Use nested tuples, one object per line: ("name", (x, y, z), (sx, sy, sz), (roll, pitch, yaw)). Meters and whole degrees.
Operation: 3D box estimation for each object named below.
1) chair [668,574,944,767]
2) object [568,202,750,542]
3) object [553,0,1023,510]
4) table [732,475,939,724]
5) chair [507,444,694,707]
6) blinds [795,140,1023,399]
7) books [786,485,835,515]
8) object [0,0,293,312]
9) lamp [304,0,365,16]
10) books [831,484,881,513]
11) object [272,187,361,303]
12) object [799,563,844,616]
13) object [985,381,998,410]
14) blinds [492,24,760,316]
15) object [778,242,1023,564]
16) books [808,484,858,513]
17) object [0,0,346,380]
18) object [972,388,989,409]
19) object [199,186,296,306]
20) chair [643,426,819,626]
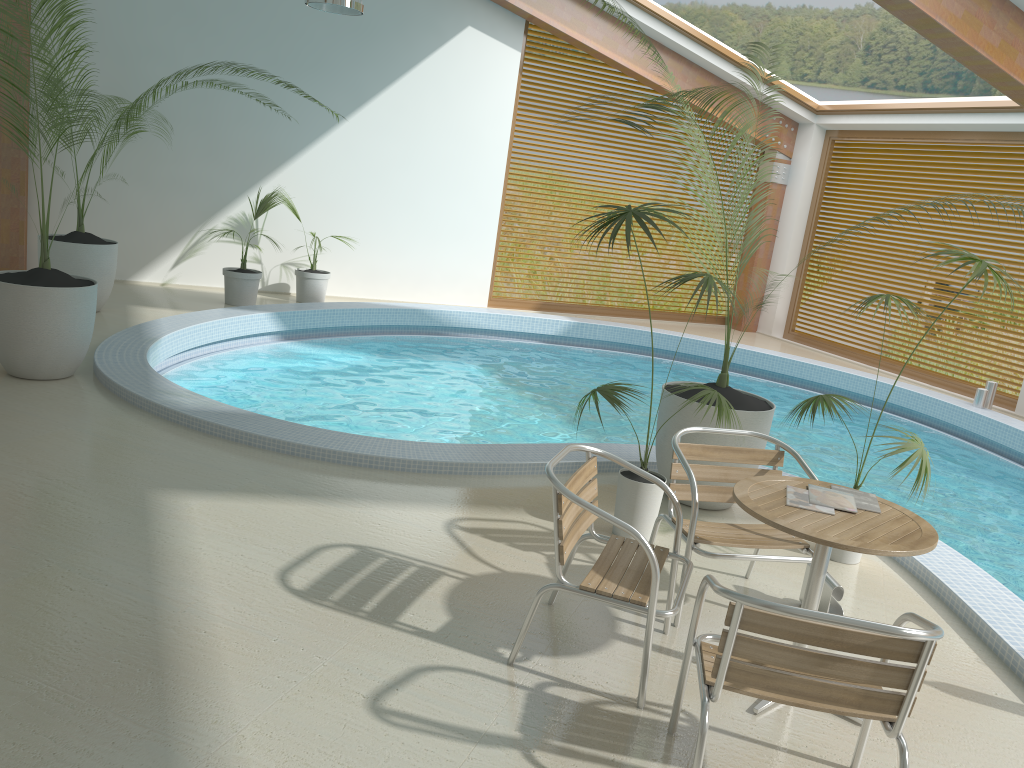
("chair", (0.838, 0.893, 2.613), (0.618, 0.727, 0.563), (10, 13, 6))
("object", (0.680, -0.028, 4.382), (1.059, 1.695, 0.791), (10, 13, 10))
("object", (1.430, -0.693, 4.871), (2.979, 2.960, 2.729), (6, 13, -8))
("table", (1.095, 0.796, 3.245), (0.700, 0.720, 0.700), (7, 13, -6))
("chair", (0.380, 0.665, 3.323), (0.563, 0.727, 0.618), (12, 13, 16))
("blinds", (5.259, -1.591, 11.226), (0.095, 2.921, 4.200), (2, 14, -25))
("books", (1.084, 0.422, 3.230), (0.166, 0.004, 0.241), (12, 13, 15))
("object", (-3.747, -2.154, 8.034), (2.729, 2.960, 2.979), (-4, 18, -44))
("lamp", (-1.395, -4.175, 7.424), (0.506, 1.958, 0.505), (2, 14, -25))
("books", (1.286, 0.430, 3.324), (0.166, 0.004, 0.241), (12, 13, 15))
("object", (-2.269, -1.574, 10.176), (1.067, 1.310, 0.822), (5, 13, -13))
("object", (1.381, 0.937, 3.929), (0.081, 0.223, 0.272), (7, 13, -6))
("object", (5.156, 0.133, 9.590), (0.115, 0.320, 0.115), (13, 14, 22))
("blinds", (1.712, -3.020, 12.725), (4.500, 4.025, 0.099), (2, 14, -25))
("object", (1.956, 0.113, 4.562), (0.791, 1.695, 1.059), (-2, 16, -38))
("books", (1.181, 0.422, 3.274), (0.166, 0.004, 0.241), (12, 13, 15))
("object", (-2.964, -1.546, 5.860), (2.979, 2.960, 2.729), (15, 15, 29))
("object", (4.913, 0.143, 9.295), (0.115, 0.204, 0.115), (11, 13, 14))
("object", (-2.778, -1.487, 9.477), (0.822, 1.310, 1.067), (11, 13, 13))
("chair", (0.978, 0.621, 3.888), (0.618, 0.727, 0.563), (5, 13, -13))
